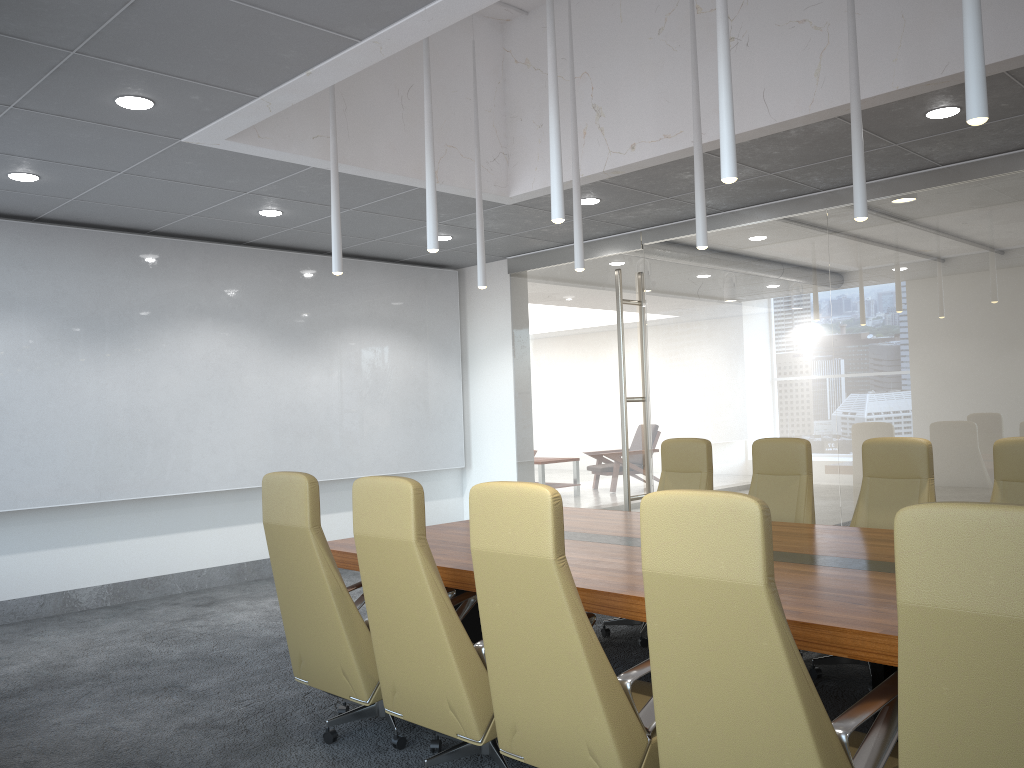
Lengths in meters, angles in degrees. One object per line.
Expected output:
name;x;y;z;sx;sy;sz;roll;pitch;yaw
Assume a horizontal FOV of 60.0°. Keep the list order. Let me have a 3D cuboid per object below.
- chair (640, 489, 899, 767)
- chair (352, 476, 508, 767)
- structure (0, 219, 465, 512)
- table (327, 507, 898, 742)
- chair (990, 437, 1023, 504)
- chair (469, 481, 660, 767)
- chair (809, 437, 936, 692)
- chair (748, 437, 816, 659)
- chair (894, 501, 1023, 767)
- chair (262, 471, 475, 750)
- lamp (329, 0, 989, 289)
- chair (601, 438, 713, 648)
chair;0.913;1.025;3.000;0.955;1.406;0.711;0;-2;-45
chair;-0.210;1.098;4.125;0.955;1.406;0.711;0;-2;-45
structure;1.819;-0.487;3.994;6.600;2.466;13.989;0;-2;-45
table;1.846;1.272;3.901;2.300;0.895;6.500;0;-2;-45
chair;2.758;1.011;4.836;0.955;1.406;0.711;0;-2;-45
chair;0.338;1.062;3.576;0.955;1.406;0.711;0;-2;-45
chair;2.197;1.047;5.399;0.955;1.406;0.711;0;-2;-45
chair;1.626;1.085;5.971;0.955;1.406;0.711;0;-2;-45
chair;1.480;0.987;2.432;0.955;1.406;0.711;0;-2;-45
chair;-0.772;1.135;4.688;0.955;1.406;0.711;0;-2;-45
lamp;1.724;-2.085;3.999;2.619;2.378;7.258;0;-2;-45
chair;1.062;1.122;6.536;0.955;1.406;0.711;0;-2;-45
